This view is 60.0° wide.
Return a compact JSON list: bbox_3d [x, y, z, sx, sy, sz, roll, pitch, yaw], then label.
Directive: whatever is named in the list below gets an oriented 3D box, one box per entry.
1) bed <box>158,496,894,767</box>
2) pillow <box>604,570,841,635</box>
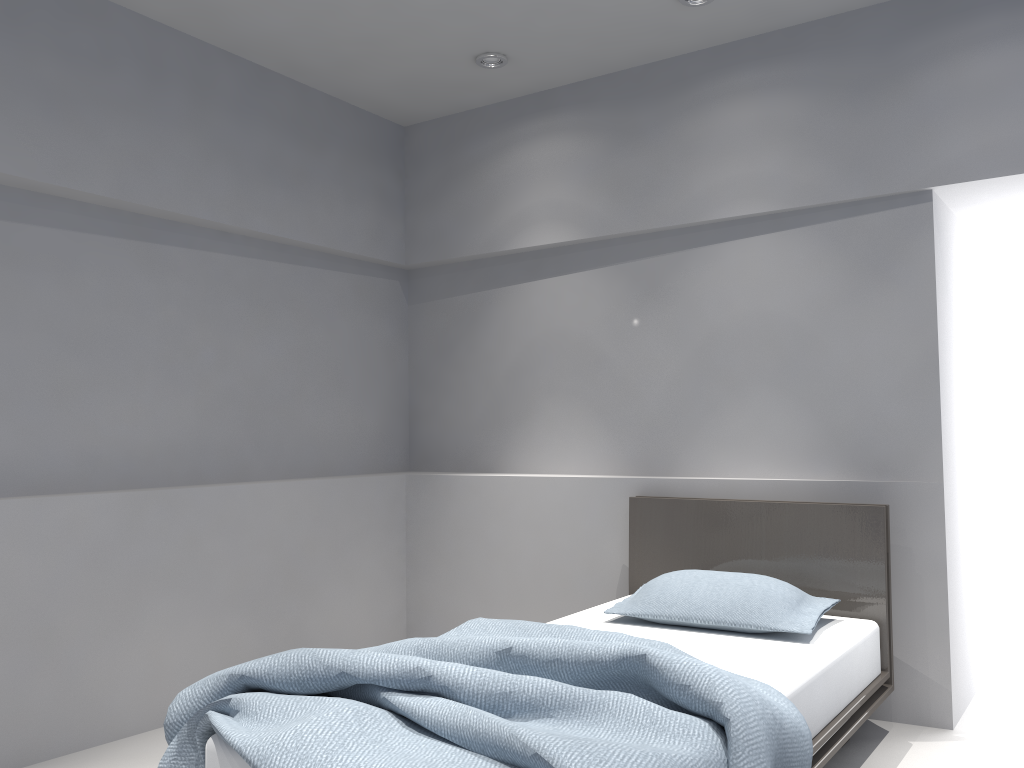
[{"bbox_3d":[0.276,0.797,2.609,1.411,0.752,2.319,-3,-4,35],"label":"bed"},{"bbox_3d":[0.742,0.765,3.159,0.746,0.173,0.417,-3,-4,30],"label":"pillow"}]
